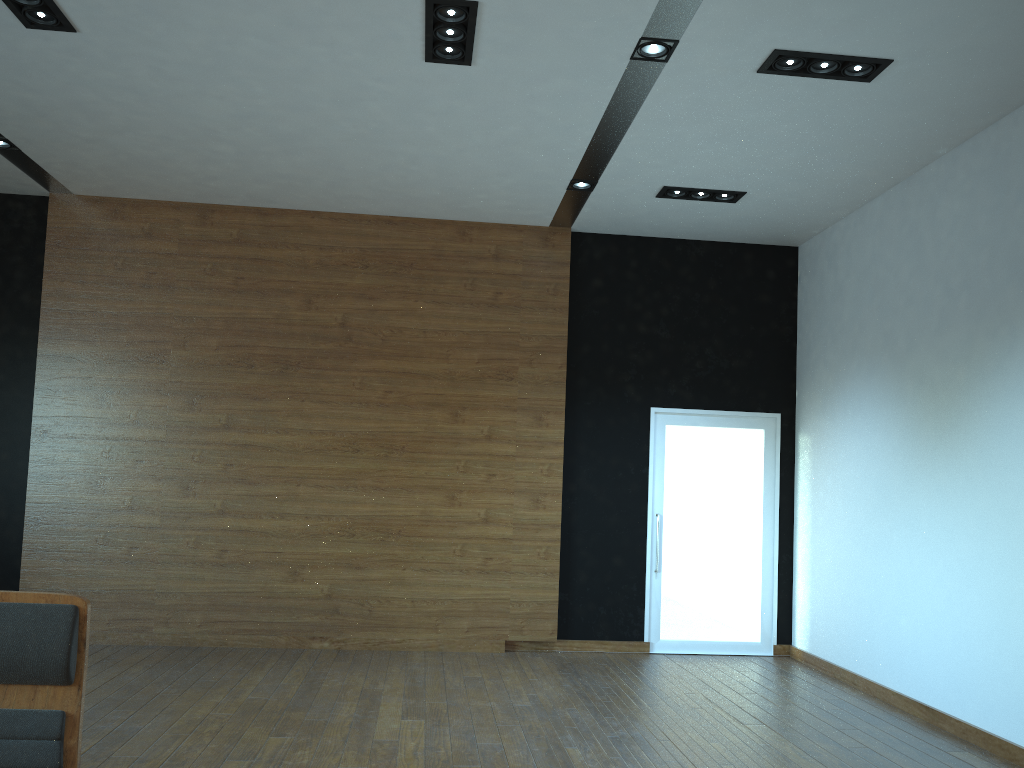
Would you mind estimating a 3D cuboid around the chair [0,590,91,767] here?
[{"bbox_3d":[-1.193,1.009,1.721,0.706,1.124,0.698,2,-5,-3],"label":"chair"}]

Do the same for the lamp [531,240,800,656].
[{"bbox_3d":[-1.854,0.060,5.058,9.393,3.695,16.747,3,-6,-5],"label":"lamp"}]

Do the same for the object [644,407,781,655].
[{"bbox_3d":[1.785,1.321,7.964,1.198,2.153,0.201,3,-4,-6],"label":"object"}]
